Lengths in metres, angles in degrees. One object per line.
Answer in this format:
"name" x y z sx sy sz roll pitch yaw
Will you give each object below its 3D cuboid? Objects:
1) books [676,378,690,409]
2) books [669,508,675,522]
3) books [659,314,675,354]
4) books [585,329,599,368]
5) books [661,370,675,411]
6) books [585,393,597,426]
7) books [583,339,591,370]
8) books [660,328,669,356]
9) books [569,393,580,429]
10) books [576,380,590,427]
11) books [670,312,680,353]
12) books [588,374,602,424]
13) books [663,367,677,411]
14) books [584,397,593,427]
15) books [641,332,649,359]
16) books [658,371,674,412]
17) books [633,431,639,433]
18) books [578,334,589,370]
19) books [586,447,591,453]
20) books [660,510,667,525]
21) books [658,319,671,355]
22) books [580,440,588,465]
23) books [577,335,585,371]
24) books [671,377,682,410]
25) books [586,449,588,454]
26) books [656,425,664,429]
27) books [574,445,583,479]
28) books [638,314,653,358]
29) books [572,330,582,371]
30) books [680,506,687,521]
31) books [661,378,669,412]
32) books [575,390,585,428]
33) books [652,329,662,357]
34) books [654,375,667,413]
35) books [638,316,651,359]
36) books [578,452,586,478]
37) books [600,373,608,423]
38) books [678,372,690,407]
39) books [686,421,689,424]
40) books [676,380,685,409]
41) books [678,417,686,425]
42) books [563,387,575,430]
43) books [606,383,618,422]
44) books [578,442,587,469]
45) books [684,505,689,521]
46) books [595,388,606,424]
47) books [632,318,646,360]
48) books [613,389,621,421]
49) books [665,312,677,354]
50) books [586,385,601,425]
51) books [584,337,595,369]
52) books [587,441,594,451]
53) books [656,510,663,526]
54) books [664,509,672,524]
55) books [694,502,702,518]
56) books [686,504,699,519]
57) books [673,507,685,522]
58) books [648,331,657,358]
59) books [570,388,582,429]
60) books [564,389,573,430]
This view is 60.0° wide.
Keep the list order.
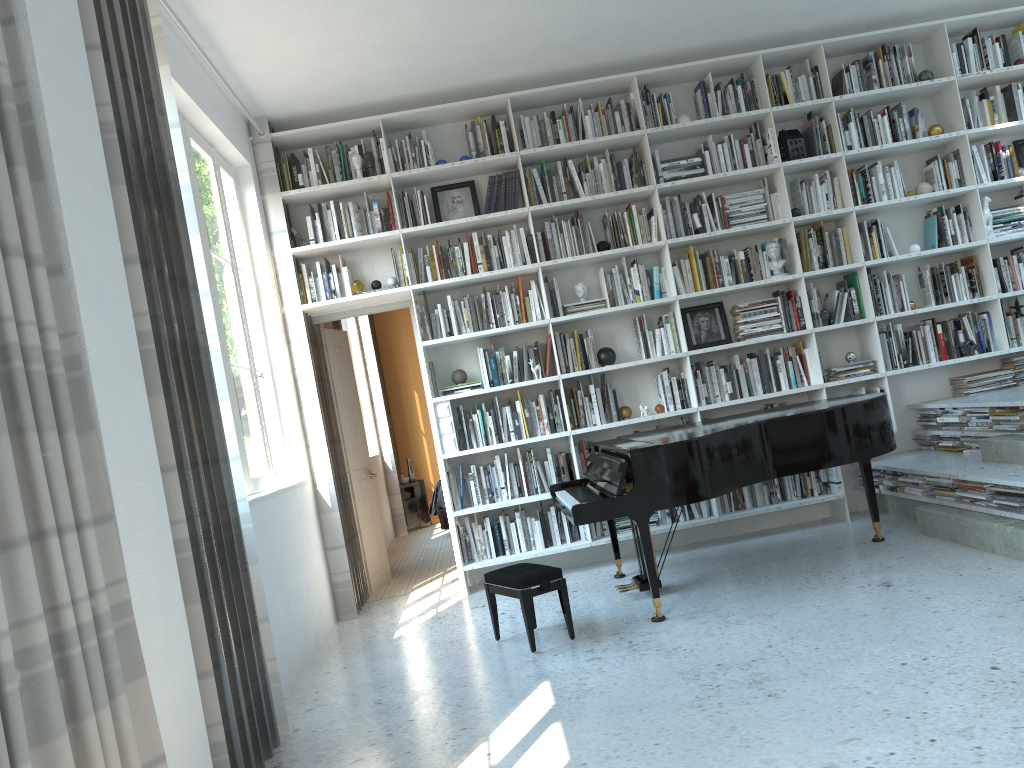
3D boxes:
"books" 1.140 0.066 5.936 0.024 0.201 0.158 -10 -1 -3
"books" 1.038 0.801 5.916 0.028 0.238 0.136 -10 -1 -3
"books" 1.037 -0.322 5.936 0.027 0.269 0.178 -10 -1 -3
"books" 0.535 -0.228 5.926 0.028 0.266 0.144 -10 -1 -3
"books" 1.044 0.045 5.939 0.010 0.277 0.155 -10 -1 -3
"books" 0.522 0.172 5.901 0.021 0.215 0.172 -10 -1 -3
"books" 0.494 -0.191 5.912 0.011 0.208 0.180 -10 -1 -3
"books" 1.007 -0.275 5.938 0.024 0.188 0.172 -10 -1 -3
"books" 0.405 0.181 5.897 0.030 0.239 0.157 -10 -1 -3
"books" 0.472 0.131 5.899 0.014 0.313 0.166 -10 -1 -3
"books" 1.070 -0.335 5.931 0.021 0.281 0.162 -10 -1 -3
"books" 0.554 0.104 5.926 0.013 0.339 0.138 -10 -1 -3
"books" 1.055 0.036 5.935 0.014 0.291 0.132 -10 -1 -3
"books" 0.502 0.186 5.904 0.024 0.196 0.157 -10 -1 -3
"books" 0.875 -0.250 5.928 0.025 0.186 0.154 -10 -1 -3
"books" 1.027 0.052 5.924 0.027 0.269 0.159 -10 -1 -3
"books" 0.856 0.455 5.919 0.012 0.285 0.159 -10 -1 -3
"books" 0.471 -0.206 5.932 0.028 0.247 0.142 -10 -1 -3
"books" 0.523 0.539 5.885 0.023 0.237 0.173 -10 -1 -3
"books" 0.978 0.798 5.914 0.031 0.265 0.144 -10 -1 -3
"books" 1.020 -0.307 5.928 0.012 0.244 0.171 -10 -1 -3
"books" 0.491 0.520 5.902 0.013 0.288 0.161 -10 -1 -3
"books" 0.451 -0.201 5.914 0.014 0.244 0.153 -10 -1 -3
"books" 1.082 0.066 5.927 0.029 0.221 0.153 -10 -1 -3
"books" 0.508 0.547 5.895 0.010 0.228 0.168 -10 -1 -3
"books" 1.014 0.421 5.936 0.025 0.294 0.134 -10 -1 -3
"books" 0.440 0.541 5.904 0.023 0.266 0.134 -10 -1 -3
"books" 0.894 -0.310 5.938 0.012 0.298 0.166 -10 -1 -3
"books" 0.429 -0.214 5.893 0.026 0.274 0.190 -10 -1 -3
"books" 1.118 0.789 5.906 0.011 0.232 0.174 -10 -1 -3
"books" 1.010 0.078 5.941 0.015 0.225 0.148 -10 -1 -3
"books" 0.451 0.168 5.899 0.042 0.248 0.162 -10 -1 -3
"books" 0.967 -0.268 5.931 0.057 0.188 0.156 -10 -1 -3
"books" 0.995 0.066 5.933 0.012 0.254 0.161 -10 -1 -3
"books" 0.883 -0.305 5.941 0.011 0.291 0.156 -10 -1 -3
"books" 0.469 0.562 5.899 0.026 0.213 0.140 -10 -1 -3
"books" 0.614 0.098 5.904 0.050 0.328 0.166 -10 -1 -3
"books" 1.157 0.043 5.963 0.019 0.242 0.107 -10 -1 -3
"books" 1.179 0.393 5.930 0.021 0.290 0.160 -10 -1 -3
"books" 1.113 0.074 5.948 0.031 0.194 0.142 -10 -1 -3
"books" 1.160 0.381 5.920 0.013 0.320 0.173 -10 -1 -3
"books" 0.379 0.164 5.899 0.013 0.283 0.146 -10 -1 -3
"books" 0.658 0.124 5.904 0.027 0.261 0.163 -10 -1 -3
"books" 0.480 0.525 5.899 0.010 0.282 0.149 -10 -1 -3
"books" 1.126 0.765 5.899 0.012 0.274 0.180 -10 -1 -3
"books" 0.583 0.148 5.918 0.029 0.241 0.135 -10 -1 -3
"books" 0.848 -0.295 5.932 0.012 0.285 0.159 -10 -1 -3
"books" 0.686 0.144 5.919 0.023 0.212 0.160 -10 -1 -3
"books" 1.055 -0.331 5.927 0.011 0.279 0.187 -10 -1 -3
"books" 0.541 0.141 5.899 0.027 0.269 0.185 -10 -1 -3
"books" 0.512 -0.199 5.909 0.028 0.216 0.175 -10 -1 -3
"books" 0.543 0.518 5.912 0.026 0.273 0.146 -10 -1 -3
"books" 0.958 0.807 5.898 0.012 0.254 0.161 -10 -1 -3
"books" 1.014 0.823 5.903 0.029 0.202 0.178 -10 -1 -3
"books" 1.217 0.757 5.929 0.025 0.259 0.132 -10 -1 -3
"books" 1.168 0.757 5.914 0.073 0.275 0.181 -10 -1 -3
"books" 1.080 0.785 5.907 0.062 0.253 0.177 -10 -1 -3
"books" 0.925 -0.257 5.944 0.030 0.183 0.154 -10 -1 -3
"books" 0.423 0.161 5.890 0.012 0.272 0.181 -10 -1 -3
"books" 0.367 0.170 5.908 0.013 0.275 0.147 -10 -1 -3
